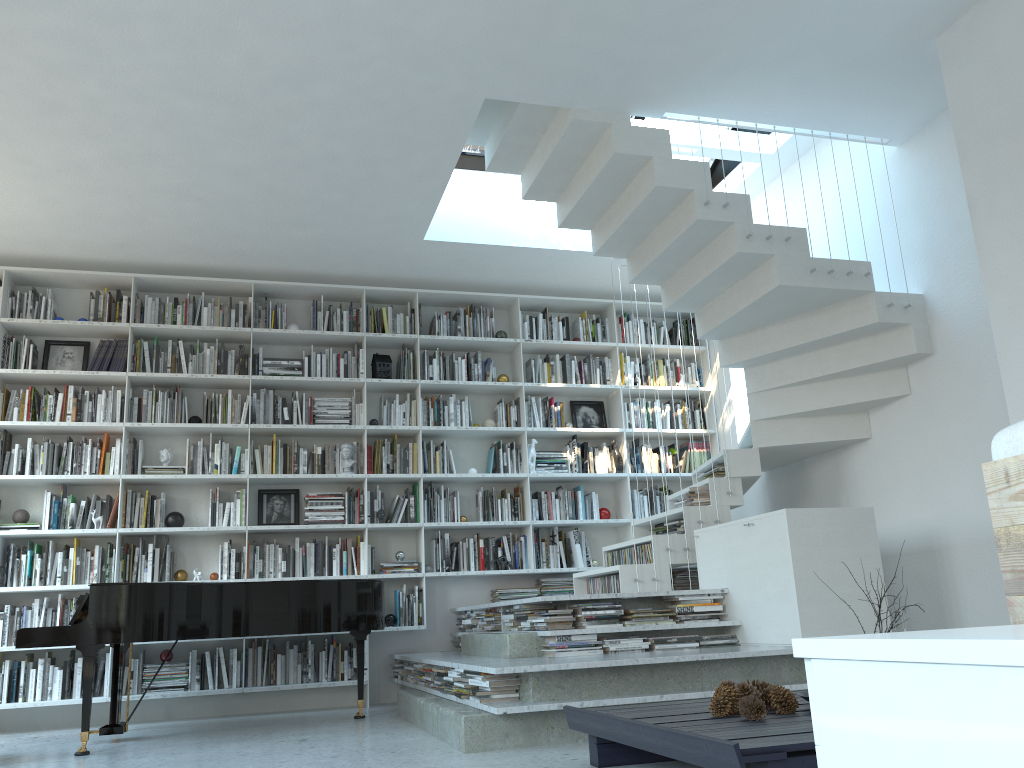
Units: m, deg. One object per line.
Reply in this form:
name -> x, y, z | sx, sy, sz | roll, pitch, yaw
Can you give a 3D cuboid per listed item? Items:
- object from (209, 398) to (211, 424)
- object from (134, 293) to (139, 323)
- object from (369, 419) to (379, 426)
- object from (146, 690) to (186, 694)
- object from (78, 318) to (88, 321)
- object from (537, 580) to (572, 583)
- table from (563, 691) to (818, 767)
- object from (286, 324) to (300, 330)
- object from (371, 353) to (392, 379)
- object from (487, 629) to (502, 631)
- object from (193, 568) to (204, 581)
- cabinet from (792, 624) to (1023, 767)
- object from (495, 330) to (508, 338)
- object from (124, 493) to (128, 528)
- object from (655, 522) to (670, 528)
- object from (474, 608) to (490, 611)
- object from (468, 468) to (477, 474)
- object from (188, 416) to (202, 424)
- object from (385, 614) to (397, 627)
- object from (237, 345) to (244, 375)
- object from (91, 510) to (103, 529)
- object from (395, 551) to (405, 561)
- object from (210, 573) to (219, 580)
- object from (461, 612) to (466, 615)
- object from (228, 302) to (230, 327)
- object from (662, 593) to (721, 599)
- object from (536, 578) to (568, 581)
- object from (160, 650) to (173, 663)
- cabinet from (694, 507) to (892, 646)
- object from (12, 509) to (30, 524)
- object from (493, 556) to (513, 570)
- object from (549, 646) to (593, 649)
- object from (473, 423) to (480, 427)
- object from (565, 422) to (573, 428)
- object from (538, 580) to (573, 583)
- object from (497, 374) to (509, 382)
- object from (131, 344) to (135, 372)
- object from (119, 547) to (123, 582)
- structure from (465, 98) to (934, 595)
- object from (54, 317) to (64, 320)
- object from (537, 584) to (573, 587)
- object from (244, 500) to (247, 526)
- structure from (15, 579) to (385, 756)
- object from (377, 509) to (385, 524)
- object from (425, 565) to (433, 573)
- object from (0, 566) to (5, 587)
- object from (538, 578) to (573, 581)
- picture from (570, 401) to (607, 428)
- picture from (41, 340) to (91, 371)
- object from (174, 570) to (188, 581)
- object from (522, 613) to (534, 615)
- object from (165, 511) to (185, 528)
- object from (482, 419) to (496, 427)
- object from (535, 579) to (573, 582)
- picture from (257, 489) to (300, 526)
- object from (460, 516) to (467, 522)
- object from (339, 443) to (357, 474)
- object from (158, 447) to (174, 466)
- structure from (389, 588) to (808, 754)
object -> -2.241, 0.233, 6.584 | 0.010, 0.225, 0.143 | 1, -15, -16
object -> -2.800, -0.517, 6.617 | 0.012, 0.284, 0.160 | 1, -15, -16
object -> -1.058, 0.303, 6.791 | 0.071, 0.072, 0.072 | -12, -17, 31
object -> -2.354, 2.091, 6.030 | 0.254, 0.007, 0.161 | 1, -15, -13
object -> -3.126, -0.438, 6.459 | 0.083, 0.083, 0.083 | 9, -19, -37
object -> 0.338, 1.553, 6.980 | 0.254, 0.005, 0.161 | 1, -16, -16
table -> 0.975, 1.151, 2.865 | 1.270, 0.217, 1.261 | 1, -16, -16
object -> -1.694, -0.414, 6.864 | 0.105, 0.105, 0.105 | 9, -19, -37
object -> -1.021, -0.121, 6.949 | 0.135, 0.247, 0.136 | 4, -16, -26
object -> -0.052, 1.615, 5.822 | 0.145, 0.010, 0.267 | 3, -16, -20
object -> -2.193, 1.337, 6.203 | 0.060, 0.094, 0.078 | -3, -15, 0
cabinet -> 0.566, 0.451, 0.726 | 0.380, 0.485, 0.504 | 1, -15, -16
object -> -0.088, -0.387, 7.274 | 0.104, 0.105, 0.104 | -12, -17, 31
object -> -2.717, 0.911, 6.264 | 0.012, 0.269, 0.131 | 1, -15, -16
object -> 1.115, 0.995, 6.273 | 0.161, 0.025, 0.175 | 0, -15, -12
object -> -0.143, 1.555, 6.122 | 0.159, 0.007, 0.286 | 2, -16, -19
object -> -0.308, 0.695, 6.959 | 0.071, 0.072, 0.072 | -12, -17, 31
object -> -2.321, 0.280, 6.493 | 0.097, 0.098, 0.097 | -12, -17, 31
object -> -0.884, 1.718, 6.442 | 0.094, 0.094, 0.094 | -12, -17, 31
object -> -2.012, -0.168, 6.597 | 0.075, 0.254, 0.075 | 8, -18, -36
object -> -2.829, 0.924, 6.038 | 0.082, 0.139, 0.044 | 6, -17, -32
object -> -0.832, 1.278, 6.592 | 0.071, 0.072, 0.072 | -12, -17, 31
object -> -2.098, 1.360, 6.250 | 0.061, 0.062, 0.061 | -12, -17, 31
object -> -0.290, 1.723, 6.676 | 0.131, 0.024, 0.291 | 1, -16, -14
object -> -2.169, -0.483, 6.791 | 0.010, 0.246, 0.157 | 1, -15, -16
object -> 1.017, 1.198, 5.038 | 0.284, 0.030, 0.177 | 1, -16, -16
object -> 0.341, 1.534, 6.973 | 0.285, 0.005, 0.160 | 0, -15, -11
object -> -2.359, 1.858, 6.054 | 0.086, 0.087, 0.086 | 9, -19, -37
cabinet -> 1.489, 1.084, 4.897 | 0.551, 0.666, 0.996 | 1, -15, -16
object -> -3.344, 0.907, 6.041 | 0.105, 0.106, 0.105 | 9, -19, -37
object -> -0.068, 1.358, 6.722 | 0.160, 0.113, 0.065 | 5, -17, -28
object -> 0.306, 1.386, 4.662 | 0.204, 0.004, 0.140 | 1, -15, -13
object -> -0.287, 0.349, 7.084 | 0.068, 0.068, 0.068 | 9, -19, -37
object -> 0.456, 0.356, 7.297 | 0.091, 0.092, 0.092 | -12, -17, 31
object -> 0.338, 1.558, 6.979 | 0.254, 0.005, 0.161 | 1, -16, -16
object -> -0.071, -0.030, 7.188 | 0.100, 0.101, 0.101 | 9, -19, -37
object -> -2.780, -0.148, 6.522 | 0.012, 0.253, 0.161 | 1, -15, -16
object -> -2.707, 1.268, 6.157 | 0.012, 0.253, 0.161 | 1, -15, -16
structure -> 0.929, -0.071, 5.641 | 2.614, 3.372, 1.960 | 1, -15, -16
object -> -3.277, -0.442, 6.415 | 0.083, 0.083, 0.083 | 9, -19, -37
object -> 0.337, 1.584, 6.971 | 0.254, 0.005, 0.161 | 1, -16, -16
object -> -1.945, 0.958, 6.484 | 0.017, 0.215, 0.104 | 1, -15, -16
structure -> -1.669, 1.589, 5.162 | 1.918, 0.830, 1.338 | 1, -15, -16
object -> -0.968, 0.983, 6.568 | 0.054, 0.113, 0.079 | 2, -15, -17
object -> -0.633, 1.402, 6.703 | 0.071, 0.072, 0.072 | -12, -17, 31
object -> -3.351, 1.266, 5.812 | 0.045, 0.146, 0.045 | -9, -16, 21
object -> 0.338, 1.542, 6.981 | 0.254, 0.005, 0.161 | 1, -16, -15
picture -> 0.647, 0.284, 7.467 | 0.300, 0.299, 0.078 | 1, -15, -16
picture -> -3.241, -0.177, 6.443 | 0.300, 0.299, 0.078 | 1, -15, -16
object -> -2.326, 1.351, 6.231 | 0.091, 0.091, 0.091 | 9, -19, -37
object -> 0.153, 1.334, 5.156 | 0.142, 0.006, 0.204 | 2, -16, -18
object -> -2.396, 0.974, 6.302 | 0.134, 0.135, 0.134 | -12, -17, 31
object -> -0.184, 0.337, 7.143 | 0.112, 0.112, 0.112 | 9, -19, -37
object -> 0.338, 1.548, 6.982 | 0.285, 0.005, 0.160 | 1, -16, -16
picture -> -1.733, 0.928, 6.588 | 0.300, 0.299, 0.078 | 1, -15, -16
object -> -0.383, 1.057, 6.876 | 0.071, 0.072, 0.072 | -12, -17, 31
object -> -1.232, 0.567, 6.630 | 0.138, 0.243, 0.137 | -14, -18, 37
object -> -2.504, 0.531, 6.414 | 0.095, 0.156, 0.121 | -2, -15, -3
structure -> 0.778, 1.660, 5.537 | 2.899, 0.657, 3.122 | 1, -16, -16
